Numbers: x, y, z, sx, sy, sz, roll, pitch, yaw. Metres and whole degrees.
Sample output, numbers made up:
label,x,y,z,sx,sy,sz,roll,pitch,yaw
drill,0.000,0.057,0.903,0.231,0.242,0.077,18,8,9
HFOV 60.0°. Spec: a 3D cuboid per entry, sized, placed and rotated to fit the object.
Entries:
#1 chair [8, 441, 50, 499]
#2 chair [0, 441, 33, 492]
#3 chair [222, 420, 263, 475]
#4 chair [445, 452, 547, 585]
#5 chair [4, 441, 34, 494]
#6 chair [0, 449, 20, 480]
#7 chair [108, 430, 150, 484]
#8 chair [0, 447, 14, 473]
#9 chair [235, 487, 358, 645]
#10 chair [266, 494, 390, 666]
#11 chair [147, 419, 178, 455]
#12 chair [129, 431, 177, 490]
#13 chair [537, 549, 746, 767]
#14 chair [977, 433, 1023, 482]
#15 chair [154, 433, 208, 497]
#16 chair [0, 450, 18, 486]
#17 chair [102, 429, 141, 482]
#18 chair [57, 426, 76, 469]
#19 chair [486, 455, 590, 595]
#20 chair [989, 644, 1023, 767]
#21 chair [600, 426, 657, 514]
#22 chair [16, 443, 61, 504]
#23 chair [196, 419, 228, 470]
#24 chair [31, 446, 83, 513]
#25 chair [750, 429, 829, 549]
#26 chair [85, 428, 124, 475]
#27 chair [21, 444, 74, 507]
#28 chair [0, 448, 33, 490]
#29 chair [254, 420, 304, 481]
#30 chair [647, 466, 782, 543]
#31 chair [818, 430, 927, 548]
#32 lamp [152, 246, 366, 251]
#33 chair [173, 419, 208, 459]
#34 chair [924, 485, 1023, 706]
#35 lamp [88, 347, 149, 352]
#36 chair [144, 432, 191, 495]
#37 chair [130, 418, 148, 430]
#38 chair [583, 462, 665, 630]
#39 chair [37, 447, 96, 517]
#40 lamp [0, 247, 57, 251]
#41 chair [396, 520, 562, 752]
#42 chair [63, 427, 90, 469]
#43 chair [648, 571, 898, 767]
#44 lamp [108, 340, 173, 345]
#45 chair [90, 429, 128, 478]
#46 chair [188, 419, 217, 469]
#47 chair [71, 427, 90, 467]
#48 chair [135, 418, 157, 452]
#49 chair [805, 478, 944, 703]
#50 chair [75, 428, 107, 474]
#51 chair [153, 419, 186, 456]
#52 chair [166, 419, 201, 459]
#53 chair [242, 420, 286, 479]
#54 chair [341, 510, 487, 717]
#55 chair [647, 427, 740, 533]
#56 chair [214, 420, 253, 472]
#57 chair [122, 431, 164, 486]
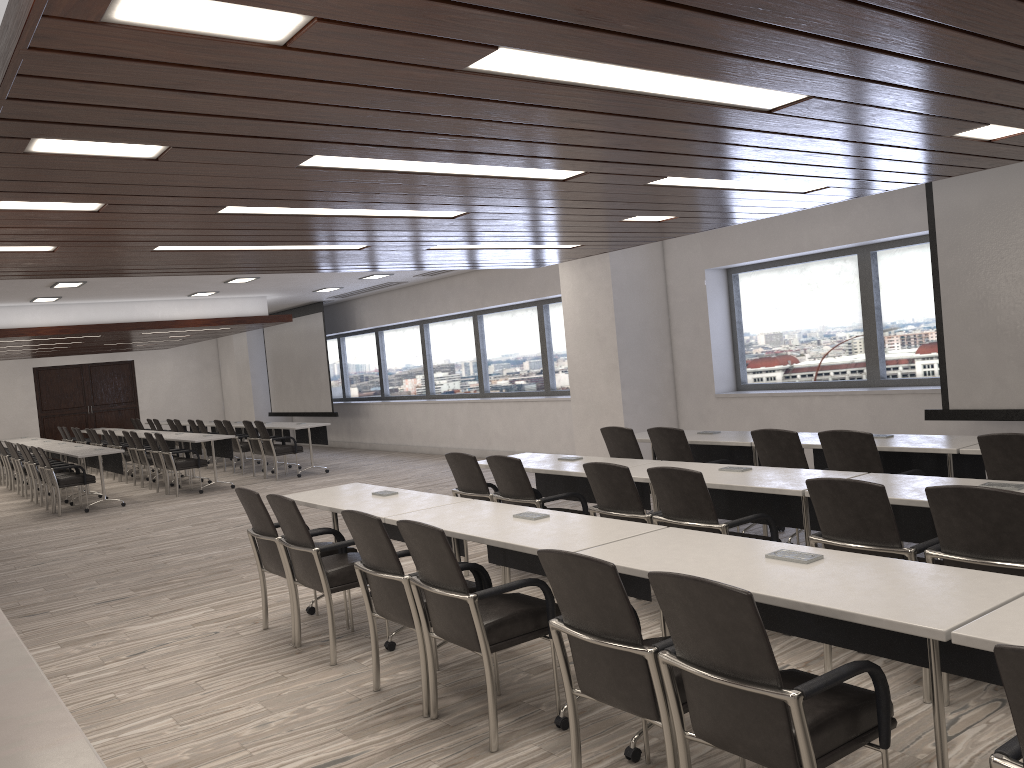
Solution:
label,x,y,z,sx,sy,sz,roll,pitch,yaw
chair,-7.822,1.364,14.486,0.638,0.939,0.513,-7,2,-35
chair,-8.719,1.406,15.721,0.638,0.939,0.513,-7,2,-36
chair,-4.513,1.039,15.029,0.638,0.939,0.513,-7,2,-35
chair,-0.096,0.916,6.400,0.638,0.939,0.513,-7,2,-37
chair,-8.121,1.378,14.910,0.638,0.939,0.513,-7,2,-36
chair,-9.916,1.462,17.383,0.638,0.939,0.513,-7,2,-35
chair,-6.601,1.221,15.384,0.638,0.939,0.513,-7,2,-36
chair,-10.492,1.489,18.193,0.638,0.939,0.513,-7,2,-36
chair,-1.322,1.059,5.509,0.638,0.939,0.513,-7,2,-36
chair,-1.011,1.045,5.080,0.638,0.939,0.513,-7,2,-37
chair,-7.492,1.178,19.154,0.638,0.939,0.513,-7,2,-36
chair,-5.703,1.178,14.157,0.638,0.939,0.513,-7,2,-37
chair,0.470,0.975,3.046,0.638,0.939,0.513,-7,2,-37
chair,2.889,0.692,4.805,0.638,0.939,0.513,-7,2,-36
chair,-4.812,1.137,12.922,0.638,0.939,0.513,-7,2,-36
chair,-9.607,1.448,16.957,0.638,0.939,0.513,-7,2,-37
chair,-6.907,1.235,15.801,0.638,0.939,0.513,-7,2,-35
chair,-9.585,1.361,19.501,0.638,0.939,0.513,-7,2,-37
chair,0.211,0.902,5.972,0.638,0.939,0.513,-7,2,-37
chair,1.349,0.935,1.810,0.638,0.939,0.513,-7,2,-36
chair,1.105,0.775,7.268,0.638,0.939,0.513,-7,2,-36
chair,-7.241,1.336,13.699,0.638,0.939,0.513,-7,2,-35
chair,-5.398,1.080,16.255,0.638,0.939,0.513,-7,2,-35
chair,-6.343,1.295,12.453,0.638,0.939,0.513,-7,2,-36
chair,2.003,0.733,6.045,0.638,0.939,0.513,-7,2,-35
chair,-7.797,1.276,17.047,0.638,0.939,0.513,-7,2,-36
chair,-6.929,1.322,13.266,0.638,0.939,0.513,-7,2,-36
chair,-9.013,1.419,16.155,0.638,0.939,0.513,-7,2,-37
chair,-3.619,0.997,13.794,0.638,0.939,0.513,-7,2,-35
chair,1.099,0.860,4.731,0.638,0.939,0.513,-7,2,-36
chair,2.314,0.718,5.625,0.638,0.939,0.513,-7,2,-36
lamp,-1.689,-0.964,6.110,1.496,0.045,0.236,-7,2,-36
chair,-6.280,1.121,17.492,0.638,0.939,0.513,-7,2,-36
chair,2.002,0.817,3.513,0.638,0.939,0.513,-7,2,-37
lamp,-8.478,-0.762,18.993,1.496,0.045,0.236,-7,2,-36
chair,-5.134,1.152,13.346,0.638,0.939,0.513,-7,2,-37
chair,-8.373,1.219,20.381,0.638,0.939,0.513,-7,2,-36
chair,0.794,0.875,5.156,0.638,0.939,0.513,-7,2,-36
chair,-6.030,1.279,12.035,0.638,0.939,0.513,-7,2,-35
lamp,-2.934,-0.818,5.204,0.464,0.045,0.236,-7,2,-36
chair,-0.111,1.002,3.853,0.638,0.939,0.513,-7,2,-36
chair,-9.268,1.345,19.091,0.638,0.939,0.513,-7,2,-35
chair,0.782,0.960,2.617,0.638,0.939,0.513,-7,2,-35
lamp,-7.060,-0.829,17.033,1.496,0.045,0.236,-7,2,-36
chair,-7.498,1.263,16.617,0.638,0.939,0.513,-7,2,-36
chair,-5.704,1.094,16.681,0.638,0.939,0.513,-7,2,-35
chair,-8.685,1.318,18.279,0.638,0.939,0.513,-7,2,-35
chair,-8.075,1.205,19.954,0.638,0.939,0.513,-7,2,-35
chair,1.676,0.833,3.931,0.638,0.939,0.513,-7,2,-35
chair,-8.386,1.304,17.854,0.638,0.939,0.513,-7,2,-36
chair,-7.182,1.164,18.721,0.638,0.939,0.513,-7,2,-37
chair,-6.582,1.134,17.922,0.638,0.939,0.513,-7,2,-37
chair,-3.925,1.011,14.218,0.638,0.939,0.513,-7,2,-36
chair,-0.428,1.018,4.266,0.638,0.939,0.513,-7,2,-37
chair,1.423,0.760,6.855,0.638,0.939,0.513,-7,2,-36
chair,-4.805,1.051,15.462,0.638,0.939,0.513,-7,2,-37
chair,-6.007,1.192,14.579,0.638,0.939,0.513,-7,2,-36
